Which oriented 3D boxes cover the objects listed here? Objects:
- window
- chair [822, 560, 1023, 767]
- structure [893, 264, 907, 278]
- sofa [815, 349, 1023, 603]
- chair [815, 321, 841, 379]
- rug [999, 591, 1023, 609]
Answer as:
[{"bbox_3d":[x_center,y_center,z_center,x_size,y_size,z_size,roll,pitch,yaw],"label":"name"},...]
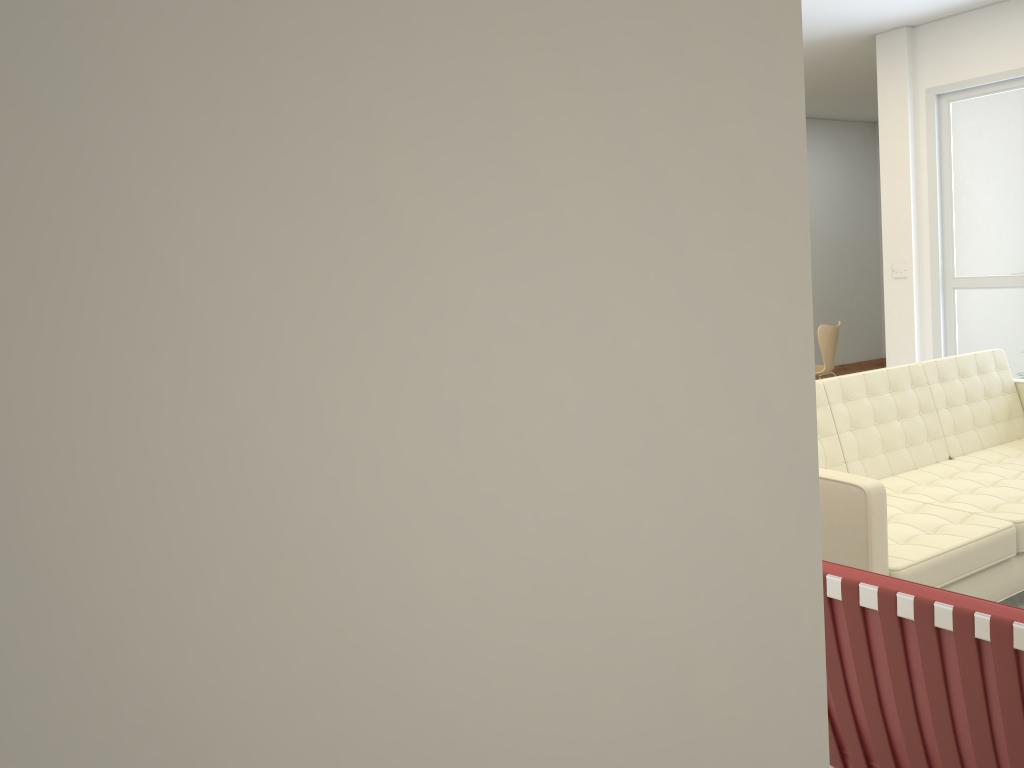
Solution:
[{"bbox_3d":[4.197,-0.772,5.383,0.121,2.703,3.439,-6,6,-33],"label":"window"},{"bbox_3d":[1.027,0.781,2.029,0.709,0.813,0.701,-7,7,-38],"label":"chair"},{"bbox_3d":[3.018,-0.881,6.891,0.013,0.104,0.114,-6,6,-33],"label":"structure"},{"bbox_3d":[1.981,0.422,3.996,2.573,0.919,1.002,-8,7,-33],"label":"sofa"},{"bbox_3d":[2.724,-0.105,8.052,0.516,0.903,0.523,0,6,40],"label":"chair"},{"bbox_3d":[2.575,0.976,2.990,3.337,0.004,2.448,-8,8,-32],"label":"rug"}]
